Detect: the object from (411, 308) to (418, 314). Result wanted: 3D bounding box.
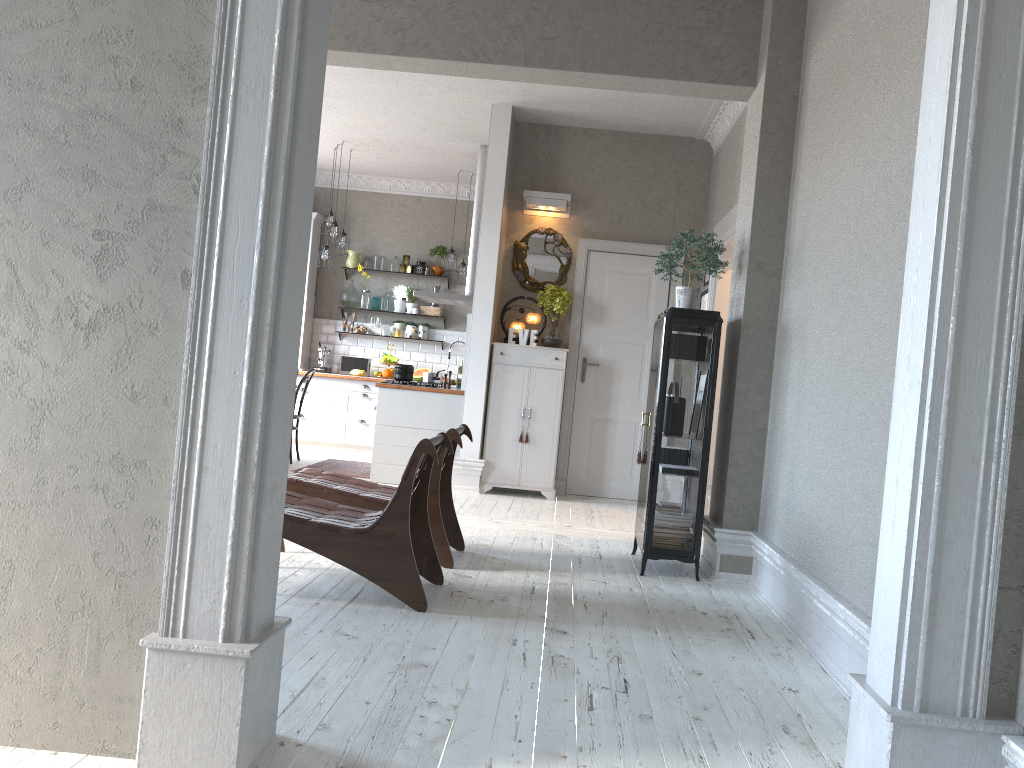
[{"bbox_3d":[-1.175,-0.886,10.772,0.104,0.071,0.064,6,0,32],"label":"object"}]

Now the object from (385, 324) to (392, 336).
[{"bbox_3d":[-1.512,-0.654,10.815,0.080,0.139,0.077,5,0,-25],"label":"object"}]

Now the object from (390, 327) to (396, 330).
[{"bbox_3d":[-1.445,-0.663,10.770,0.078,0.051,0.076,5,0,-12],"label":"object"}]

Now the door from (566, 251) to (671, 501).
[{"bbox_3d":[0.956,-0.069,7.917,0.751,2.183,0.080,5,0,1],"label":"door"}]

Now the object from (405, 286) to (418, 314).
[{"bbox_3d":[-1.223,-1.045,10.836,0.188,0.380,0.166,5,0,-37],"label":"object"}]

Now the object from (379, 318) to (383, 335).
[{"bbox_3d":[-1.626,-0.704,10.874,0.082,0.217,0.081,5,0,-12],"label":"object"}]

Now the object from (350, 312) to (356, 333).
[{"bbox_3d":[-1.949,-0.755,10.869,0.052,0.264,0.063,5,0,38],"label":"object"}]

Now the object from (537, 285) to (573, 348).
[{"bbox_3d":[0.376,-0.585,7.716,0.291,0.553,0.347,5,0,36],"label":"object"}]

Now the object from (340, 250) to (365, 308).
[{"bbox_3d":[-1.967,-1.265,10.803,0.340,0.674,0.331,5,0,-29],"label":"object"}]

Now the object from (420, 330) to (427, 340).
[{"bbox_3d":[-1.073,-0.597,10.792,0.078,0.108,0.077,5,0,-4],"label":"object"}]

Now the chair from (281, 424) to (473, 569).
[{"bbox_3d":[-0.756,0.544,4.777,1.016,0.721,0.508,5,0,2],"label":"chair"}]

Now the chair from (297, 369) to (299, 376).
[{"bbox_3d":[-2.262,0.283,8.035,0.545,0.920,0.441,5,0,10],"label":"chair"}]

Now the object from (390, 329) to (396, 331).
[{"bbox_3d":[-1.447,-0.638,10.770,0.076,0.051,0.078,5,0,21],"label":"object"}]

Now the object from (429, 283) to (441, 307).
[{"bbox_3d":[-0.936,-1.081,10.855,0.132,0.287,0.129,5,0,-13],"label":"object"}]

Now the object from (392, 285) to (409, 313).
[{"bbox_3d":[-1.353,-1.045,10.891,0.241,0.354,0.237,5,0,20],"label":"object"}]

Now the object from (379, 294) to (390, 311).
[{"bbox_3d":[-1.551,-0.988,10.805,0.123,0.206,0.127,5,0,25],"label":"object"}]

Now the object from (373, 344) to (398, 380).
[{"bbox_3d":[-1.477,-0.269,10.668,0.355,0.425,0.348,5,0,-13],"label":"object"}]

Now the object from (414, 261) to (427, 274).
[{"bbox_3d":[-1.121,-1.417,10.877,0.142,0.174,0.142,5,0,2],"label":"object"}]

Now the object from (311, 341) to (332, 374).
[{"bbox_3d":[-2.283,-0.319,10.633,0.205,0.370,0.354,5,0,3],"label":"object"}]

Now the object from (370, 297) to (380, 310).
[{"bbox_3d":[-1.670,-0.983,10.897,0.125,0.172,0.126,5,0,6],"label":"object"}]

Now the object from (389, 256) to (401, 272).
[{"bbox_3d":[-1.444,-1.470,10.939,0.143,0.220,0.137,5,0,-38],"label":"object"}]

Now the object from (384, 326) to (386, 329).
[{"bbox_3d":[-1.537,-0.662,10.891,0.077,0.083,0.079,5,0,20],"label":"object"}]

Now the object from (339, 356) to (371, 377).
[{"bbox_3d":[-1.897,-0.211,10.712,0.351,0.226,0.088,5,0,1],"label":"object"}]

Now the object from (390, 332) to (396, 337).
[{"bbox_3d":[-1.451,-0.604,10.770,0.077,0.051,0.077,5,0,-5],"label":"object"}]

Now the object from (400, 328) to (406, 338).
[{"bbox_3d":[-1.330,-0.621,10.823,0.078,0.108,0.077,5,0,-4],"label":"object"}]

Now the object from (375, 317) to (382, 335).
[{"bbox_3d":[-1.629,-0.703,10.784,0.082,0.217,0.081,5,0,-12],"label":"object"}]

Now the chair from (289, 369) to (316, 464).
[{"bbox_3d":[-2.214,0.285,8.519,0.549,0.920,0.437,5,0,0],"label":"chair"}]

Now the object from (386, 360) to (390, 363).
[{"bbox_3d":[-1.489,-0.260,10.613,0.063,0.061,0.066,5,0,2],"label":"object"}]

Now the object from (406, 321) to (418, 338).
[{"bbox_3d":[-1.244,-0.665,10.901,0.170,0.214,0.150,5,0,32],"label":"object"}]

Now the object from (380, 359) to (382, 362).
[{"bbox_3d":[-1.540,-0.272,10.674,0.096,0.078,0.100,5,0,-11],"label":"object"}]

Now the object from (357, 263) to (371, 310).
[{"bbox_3d":[-1.802,-1.181,10.756,0.192,0.540,0.279,5,0,-5],"label":"object"}]

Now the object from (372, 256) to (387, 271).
[{"bbox_3d":[-1.630,-1.470,10.848,0.168,0.184,0.176,6,0,41],"label":"object"}]

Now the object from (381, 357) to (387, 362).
[{"bbox_3d":[-1.528,-0.287,10.599,0.058,0.069,0.080,5,0,22],"label":"object"}]

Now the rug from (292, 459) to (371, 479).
[{"bbox_3d":[-1.556,0.799,8.455,0.735,0.014,1.291,5,0,3],"label":"rug"}]

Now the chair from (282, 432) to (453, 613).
[{"bbox_3d":[-0.809,0.543,3.920,1.016,0.721,0.508,5,0,2],"label":"chair"}]

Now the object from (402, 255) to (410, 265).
[{"bbox_3d":[-1.292,-1.515,10.822,0.084,0.113,0.082,5,0,-18],"label":"object"}]

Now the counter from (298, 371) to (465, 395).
[{"bbox_3d":[-1.864,-0.070,9.273,3.158,0.039,3.394,5,0,2],"label":"counter"}]

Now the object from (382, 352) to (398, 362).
[{"bbox_3d":[-1.459,-0.324,10.641,0.209,0.101,0.067,5,0,8],"label":"object"}]

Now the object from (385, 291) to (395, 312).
[{"bbox_3d":[-1.516,-1.014,10.955,0.131,0.264,0.132,5,0,8],"label":"object"}]

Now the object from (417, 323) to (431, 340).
[{"bbox_3d":[-1.079,-0.648,10.906,0.159,0.213,0.153,5,0,0],"label":"object"}]

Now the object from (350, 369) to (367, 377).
[{"bbox_3d":[-1.820,-0.132,10.508,0.196,0.083,0.189,5,0,3],"label":"object"}]

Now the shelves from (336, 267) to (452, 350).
[{"bbox_3d":[-1.450,-0.905,10.863,1.315,0.923,0.229,5,0,1],"label":"shelves"}]

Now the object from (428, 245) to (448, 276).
[{"bbox_3d":[-0.881,-1.507,10.826,0.256,0.397,0.245,5,0,27],"label":"object"}]

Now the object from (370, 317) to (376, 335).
[{"bbox_3d":[-1.712,-0.712,10.880,0.082,0.217,0.081,5,0,-12],"label":"object"}]

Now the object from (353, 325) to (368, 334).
[{"bbox_3d":[-1.855,-0.670,10.842,0.179,0.111,0.095,5,0,-21],"label":"object"}]

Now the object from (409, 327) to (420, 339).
[{"bbox_3d":[-1.179,-0.624,10.812,0.120,0.147,0.099,5,0,-30],"label":"object"}]

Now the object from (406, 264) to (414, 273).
[{"bbox_3d":[-1.249,-1.399,10.829,0.082,0.113,0.083,5,0,12],"label":"object"}]

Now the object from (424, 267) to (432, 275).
[{"bbox_3d":[-1.019,-1.368,10.776,0.093,0.096,0.075,5,0,3],"label":"object"}]

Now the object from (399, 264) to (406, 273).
[{"bbox_3d":[-1.336,-1.407,10.835,0.082,0.113,0.083,5,0,2],"label":"object"}]

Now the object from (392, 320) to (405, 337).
[{"bbox_3d":[-1.399,-0.684,10.896,0.158,0.217,0.154,5,0,-18],"label":"object"}]

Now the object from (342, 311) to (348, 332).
[{"bbox_3d":[-2.053,-0.765,10.887,0.054,0.264,0.060,5,0,-26],"label":"object"}]
